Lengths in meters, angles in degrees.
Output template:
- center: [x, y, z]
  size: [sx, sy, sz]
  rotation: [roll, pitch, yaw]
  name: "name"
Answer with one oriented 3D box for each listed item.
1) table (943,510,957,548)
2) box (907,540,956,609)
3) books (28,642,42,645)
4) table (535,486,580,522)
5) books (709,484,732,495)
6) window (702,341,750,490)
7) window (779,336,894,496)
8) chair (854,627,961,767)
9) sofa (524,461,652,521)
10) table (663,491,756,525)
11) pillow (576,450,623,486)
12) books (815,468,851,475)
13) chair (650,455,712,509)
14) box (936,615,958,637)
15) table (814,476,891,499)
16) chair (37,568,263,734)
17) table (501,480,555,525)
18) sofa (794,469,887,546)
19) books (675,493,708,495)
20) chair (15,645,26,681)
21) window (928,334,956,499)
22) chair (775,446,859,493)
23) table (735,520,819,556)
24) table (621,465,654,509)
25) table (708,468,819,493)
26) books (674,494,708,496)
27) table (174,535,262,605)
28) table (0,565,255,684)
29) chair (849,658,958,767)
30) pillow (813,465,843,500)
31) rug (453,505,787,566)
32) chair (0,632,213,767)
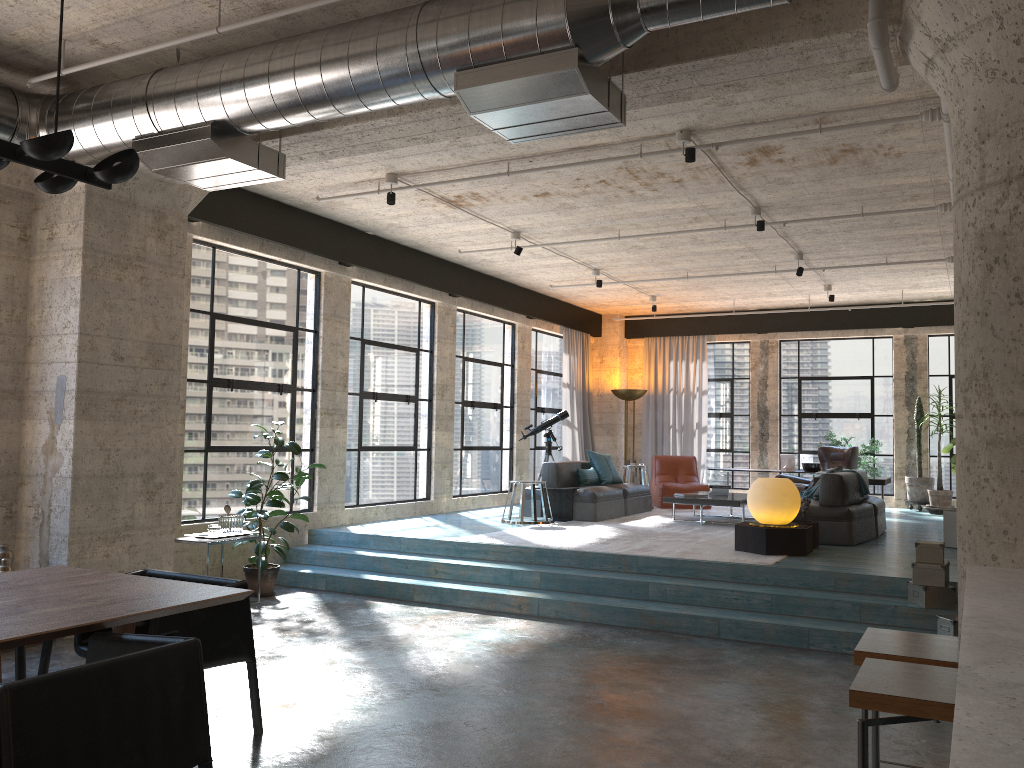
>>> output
- center: [4.335, 1.395, 8.543]
  size: [0.316, 0.340, 0.365]
  rotation: [3, -4, -32]
  name: "table"
- center: [2.956, 1.339, 6.259]
  size: [0.280, 0.441, 0.331]
  rotation: [0, -4, 17]
  name: "box"
- center: [-3.335, 1.578, 5.822]
  size: [0.274, 0.263, 0.393]
  rotation: [-2, -4, 38]
  name: "books"
- center: [0.539, 1.440, 10.669]
  size: [0.420, 0.390, 0.413]
  rotation: [-1, -4, 28]
  name: "table"
- center: [2.600, 1.318, 11.056]
  size: [0.279, 0.116, 0.322]
  rotation: [0, -4, 13]
  name: "books"
- center: [3.273, 0.543, 15.459]
  size: [1.780, 2.530, 0.081]
  rotation: [-1, -4, 28]
  name: "window"
- center: [5.261, 0.514, 14.417]
  size: [1.780, 2.530, 0.081]
  rotation: [-1, -4, 28]
  name: "window"
- center: [1.505, 1.299, 3.204]
  size: [0.450, 0.698, 0.450]
  rotation: [-1, -4, 28]
  name: "chair"
- center: [1.031, 1.352, 11.595]
  size: [1.019, 0.680, 2.063]
  rotation: [-1, -4, 28]
  name: "sofa"
- center: [2.509, 1.517, 10.830]
  size: [0.900, 0.309, 1.500]
  rotation: [-1, -4, 28]
  name: "table"
- center: [1.113, 1.106, 11.718]
  size: [0.349, 0.466, 1.042]
  rotation: [-2, -4, 38]
  name: "pillow"
- center: [3.860, 1.073, 10.669]
  size: [0.273, 0.109, 0.322]
  rotation: [2, -4, -22]
  name: "books"
- center: [2.477, 1.444, 13.147]
  size: [0.801, 0.759, 0.920]
  rotation: [1, -4, -2]
  name: "chair"
- center: [2.945, 1.616, 5.865]
  size: [0.187, 0.140, 0.172]
  rotation: [2, -4, -10]
  name: "box"
- center: [4.167, 1.425, 10.836]
  size: [0.800, 0.570, 0.800]
  rotation: [-1, -4, 28]
  name: "table"
- center: [-1.662, 1.279, 4.097]
  size: [0.707, 0.738, 0.754]
  rotation: [-1, -4, 28]
  name: "chair"
- center: [0.186, 1.363, 10.271]
  size: [0.620, 0.472, 0.620]
  rotation: [-1, -4, 30]
  name: "table"
- center: [3.344, 1.261, 9.435]
  size: [1.019, 0.680, 2.063]
  rotation: [-1, -4, 28]
  name: "sofa"
- center: [2.162, 1.329, 10.680]
  size: [0.318, 0.011, 0.252]
  rotation: [2, -4, -13]
  name: "books"
- center: [-2.707, 1.253, 3.985]
  size: [0.754, 0.738, 0.707]
  rotation: [-1, -4, 33]
  name: "chair"
- center: [7.248, 0.486, 13.375]
  size: [1.780, 2.530, 0.081]
  rotation: [-1, -4, 28]
  name: "window"
- center: [4.132, 1.297, 11.878]
  size: [0.975, 0.940, 0.820]
  rotation: [2, -4, -22]
  name: "chair"
- center: [2.421, 1.388, 8.080]
  size: [0.616, 0.230, 1.044]
  rotation: [-1, -4, 28]
  name: "table"
- center: [1.759, 1.476, 12.715]
  size: [0.549, 0.603, 0.549]
  rotation: [1, -4, 7]
  name: "table"
- center: [4.099, 1.635, 14.067]
  size: [2.004, 0.530, 0.715]
  rotation: [-1, -4, 26]
  name: "table"
- center: [2.154, 1.339, 10.682]
  size: [0.318, 0.011, 0.252]
  rotation: [2, -4, -18]
  name: "books"
- center: [-2.454, 1.548, 7.318]
  size: [0.450, 0.563, 0.600]
  rotation: [-1, -4, 28]
  name: "table"
- center: [-2.241, 1.192, 3.008]
  size: [1.299, 0.756, 2.410]
  rotation: [-1, -4, 28]
  name: "table"
- center: [1.296, 1.265, 2.702]
  size: [0.450, 0.698, 0.450]
  rotation: [-1, -4, 28]
  name: "chair"
- center: [3.340, 1.070, 9.536]
  size: [0.320, 0.393, 0.670]
  rotation: [-1, -4, 34]
  name: "pillow"
- center: [2.541, 1.688, 11.128]
  size: [2.954, 0.032, 7.768]
  rotation: [-1, -4, 28]
  name: "rug"
- center: [-1.422, 1.201, 2.765]
  size: [0.754, 0.738, 0.707]
  rotation: [-1, -4, 28]
  name: "chair"
